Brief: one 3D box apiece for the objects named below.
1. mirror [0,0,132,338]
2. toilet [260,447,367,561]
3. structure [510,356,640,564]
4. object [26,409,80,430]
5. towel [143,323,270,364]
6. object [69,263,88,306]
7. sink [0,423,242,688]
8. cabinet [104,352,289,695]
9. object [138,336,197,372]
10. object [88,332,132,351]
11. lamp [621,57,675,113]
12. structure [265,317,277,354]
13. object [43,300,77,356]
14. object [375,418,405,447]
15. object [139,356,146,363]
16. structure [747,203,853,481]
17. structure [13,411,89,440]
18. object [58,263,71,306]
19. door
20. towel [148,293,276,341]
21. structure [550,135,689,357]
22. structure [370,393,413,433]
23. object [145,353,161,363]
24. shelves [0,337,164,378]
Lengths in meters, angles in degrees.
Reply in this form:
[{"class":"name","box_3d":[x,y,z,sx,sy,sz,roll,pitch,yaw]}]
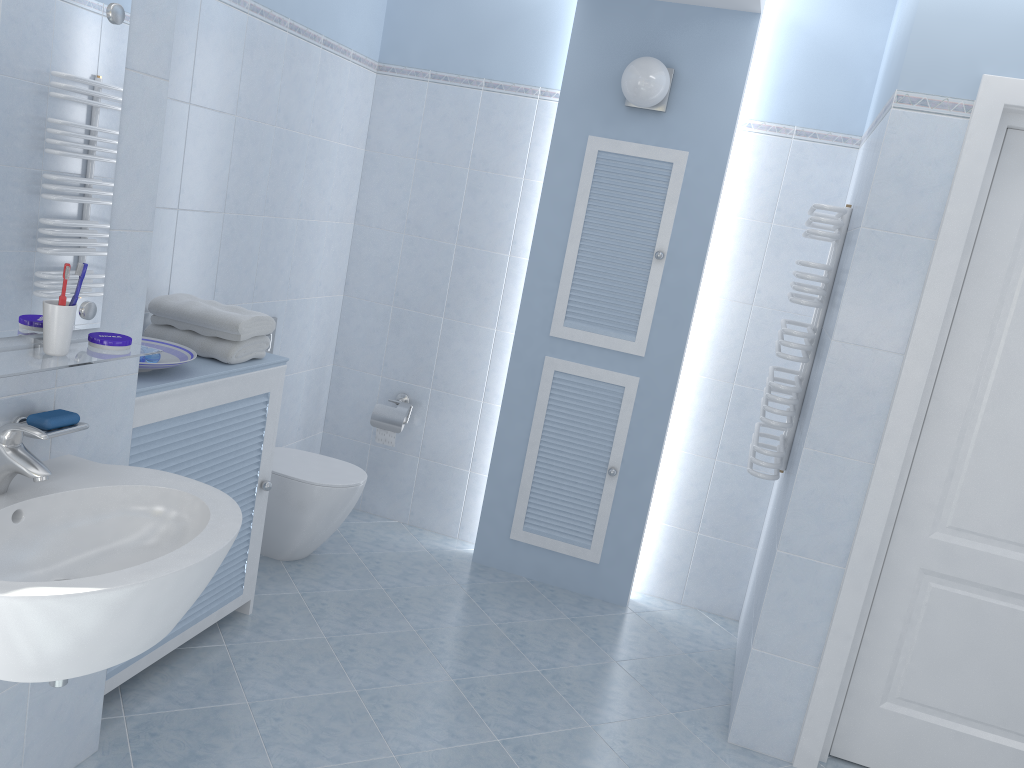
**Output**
[{"class":"mirror","box_3d":[-0.915,-0.408,1.559,0.012,0.680,0.620,14,11,14]},{"class":"toilet","box_3d":[-0.870,0.512,3.623,0.519,0.388,0.337,14,11,14]},{"class":"structure","box_3d":[0.250,0.323,3.699,0.400,0.813,0.041,14,11,14]},{"class":"object","box_3d":[-0.922,0.071,1.783,0.060,0.027,0.090,14,12,17]},{"class":"towel","box_3d":[-0.959,-0.144,2.790,0.324,0.083,0.226,14,11,14]},{"class":"object","box_3d":[-0.839,-0.144,1.678,0.012,0.175,0.054,20,14,39]},{"class":"sink","box_3d":[-0.808,0.341,1.637,0.533,0.489,0.634,14,11,14]},{"class":"cabinet","box_3d":[-1.091,0.376,2.674,0.389,0.921,0.819,14,11,14]},{"class":"object","box_3d":[-1.051,-0.074,2.437,0.344,0.054,0.344,8,11,-11]},{"class":"object","box_3d":[-0.830,-0.088,1.830,0.083,0.020,0.083,15,12,22]},{"class":"lamp","box_3d":[0.503,-1.128,3.325,0.180,0.180,0.216,14,11,14]},{"class":"structure","box_3d":[-0.990,-0.166,3.561,0.010,0.200,0.120,14,11,14]},{"class":"object","box_3d":[-0.857,-0.104,1.674,0.058,0.100,0.058,15,12,21]},{"class":"object","box_3d":[-0.555,0.199,4.044,0.098,0.151,0.090,14,11,14]},{"class":"object","box_3d":[-1.017,-0.067,2.407,0.042,0.042,0.042,17,13,31]},{"class":"structure","box_3d":[0.992,-0.156,3.068,0.138,0.950,0.524,14,11,14]},{"class":"structure","box_3d":[-0.933,0.087,1.790,0.092,0.034,0.124,14,11,14]},{"class":"object","box_3d":[-0.833,-0.137,1.643,0.012,0.178,0.050,3,14,-35]},{"class":"door","box_3d":[1.593,0.330,2.587,0.823,2.011,0.098,14,11,14]},{"class":"towel","box_3d":[-0.932,-0.209,2.775,0.324,0.086,0.227,14,11,14]},{"class":"structure","box_3d":[0.414,-0.545,3.527,0.400,0.813,0.041,14,11,14]},{"class":"structure","box_3d":[-0.541,0.125,4.054,0.170,0.151,0.154,14,11,14]},{"class":"object","box_3d":[-1.002,-0.077,2.473,0.042,0.042,0.042,17,13,31]},{"class":"shelves","box_3d":[-0.909,-0.032,1.612,0.170,0.045,0.620,14,11,14]}]
